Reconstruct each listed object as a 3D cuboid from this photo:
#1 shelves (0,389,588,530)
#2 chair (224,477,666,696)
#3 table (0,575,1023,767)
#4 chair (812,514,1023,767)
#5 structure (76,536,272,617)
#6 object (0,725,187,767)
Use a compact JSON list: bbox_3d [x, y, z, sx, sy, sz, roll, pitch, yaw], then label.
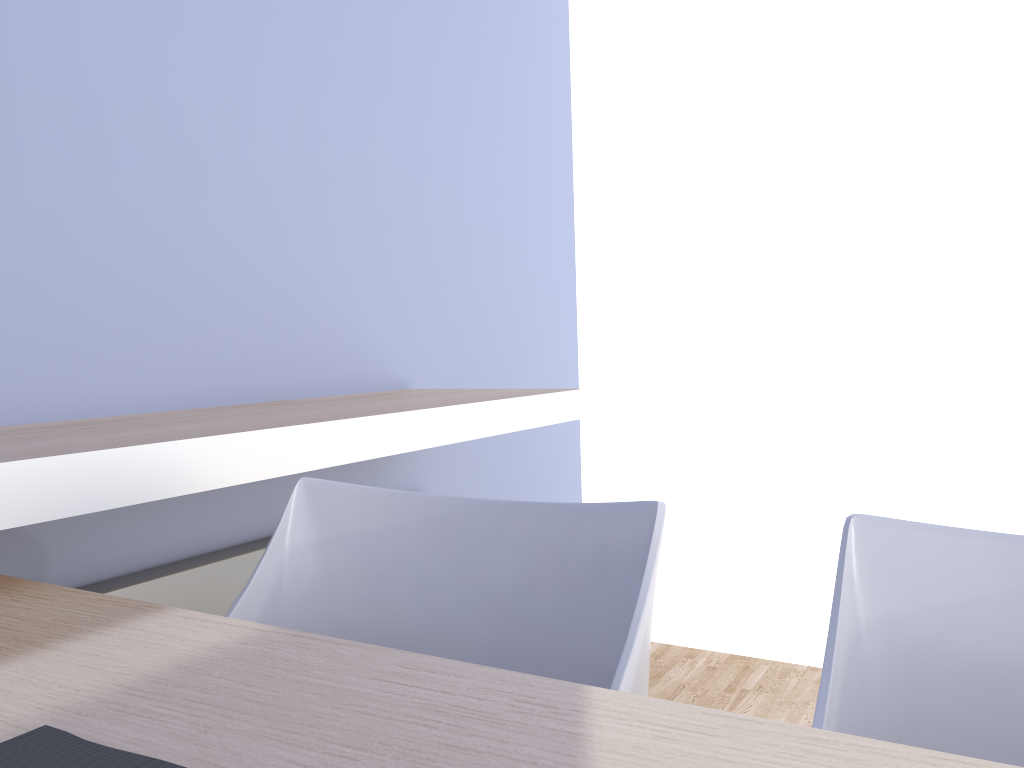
[{"bbox_3d":[-1.028,0.530,0.319,0.463,0.840,3.901,0,3,31],"label":"shelves"},{"bbox_3d":[-0.126,0.508,0.767,0.510,0.793,0.486,0,3,31],"label":"chair"},{"bbox_3d":[-0.080,0.573,0.072,2.340,0.718,1.002,0,3,31],"label":"table"},{"bbox_3d":[0.378,0.506,0.465,0.510,0.793,0.486,0,3,32],"label":"chair"},{"bbox_3d":[-1.147,0.612,0.472,0.064,0.503,3.843,0,3,31],"label":"structure"},{"bbox_3d":[0.006,0.212,0.010,0.986,0.005,0.594,0,3,30],"label":"object"}]
